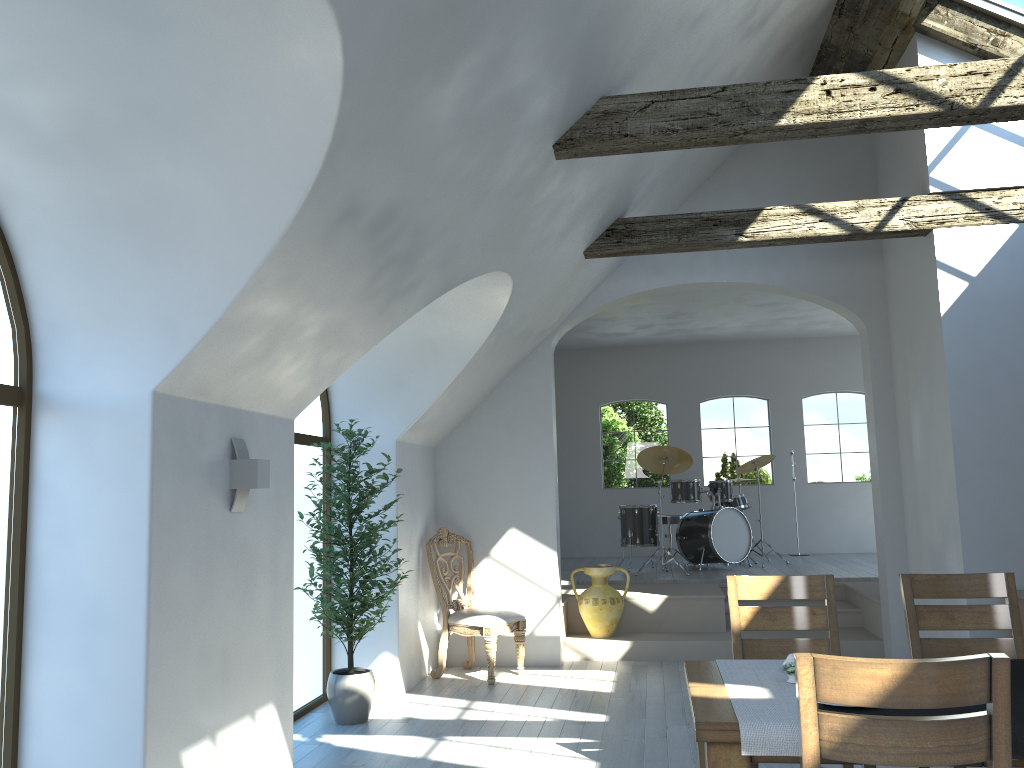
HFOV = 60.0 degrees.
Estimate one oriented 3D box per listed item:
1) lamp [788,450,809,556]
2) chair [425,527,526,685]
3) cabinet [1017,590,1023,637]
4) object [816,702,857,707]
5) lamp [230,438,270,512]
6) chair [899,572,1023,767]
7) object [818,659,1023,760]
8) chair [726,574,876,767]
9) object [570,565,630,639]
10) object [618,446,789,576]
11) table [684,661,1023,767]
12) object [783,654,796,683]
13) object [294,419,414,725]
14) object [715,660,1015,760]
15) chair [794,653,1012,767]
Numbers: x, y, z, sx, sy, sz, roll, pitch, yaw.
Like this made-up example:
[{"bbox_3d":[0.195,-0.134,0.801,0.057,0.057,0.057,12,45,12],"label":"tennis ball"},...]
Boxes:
[{"bbox_3d":[3.755,1.566,11.755,0.232,1.383,0.238,-3,-7,9],"label":"lamp"},{"bbox_3d":[-0.287,1.712,6.994,0.655,1.159,0.552,-6,-9,34],"label":"chair"},{"bbox_3d":[3.798,1.604,5.287,1.481,0.714,0.383,-3,-7,9],"label":"cabinet"},{"bbox_3d":[1.015,0.956,2.696,0.250,0.017,0.253,-3,-7,9],"label":"object"},{"bbox_3d":[-1.161,0.402,3.932,0.127,0.325,0.127,-3,-7,9],"label":"lamp"},{"bbox_3d":[1.910,1.291,3.558,0.514,1.006,0.605,-3,-7,9],"label":"chair"},{"bbox_3d":[2.139,1.054,2.739,2.456,0.227,1.073,-3,-7,9],"label":"object"},{"bbox_3d":[1.174,1.326,3.671,0.514,1.006,0.605,-3,-7,9],"label":"chair"},{"bbox_3d":[0.770,1.888,7.699,0.402,0.605,0.396,3,-9,-34],"label":"object"},{"bbox_3d":[2.063,1.450,10.420,2.354,1.383,1.465,4,-9,-36],"label":"object"},{"bbox_3d":[2.123,1.313,2.703,3.078,0.737,0.939,-3,-7,9],"label":"table"},{"bbox_3d":[0.948,0.957,2.992,0.064,0.092,0.064,-5,-8,27],"label":"object"},{"bbox_3d":[-1.029,1.183,5.732,0.718,1.920,0.737,-5,-8,28],"label":"object"},{"bbox_3d":[2.132,0.982,2.746,2.872,0.077,1.050,-3,-7,9],"label":"object"},{"bbox_3d":[0.944,1.150,2.227,0.514,1.006,0.605,-3,-7,9],"label":"chair"}]
